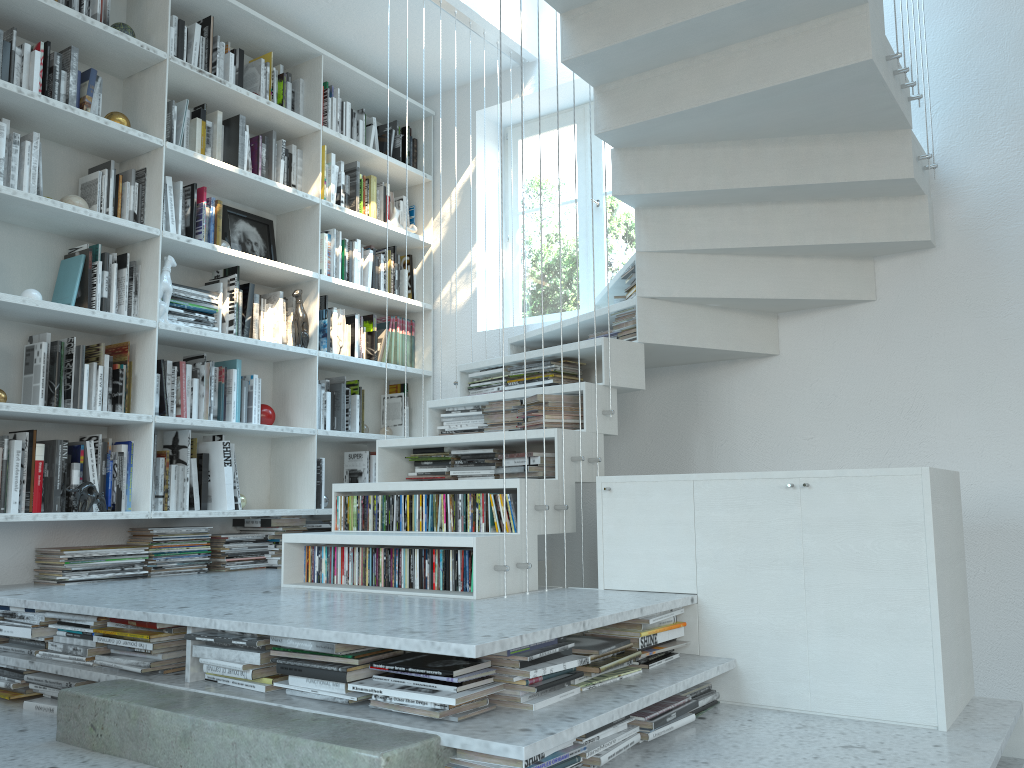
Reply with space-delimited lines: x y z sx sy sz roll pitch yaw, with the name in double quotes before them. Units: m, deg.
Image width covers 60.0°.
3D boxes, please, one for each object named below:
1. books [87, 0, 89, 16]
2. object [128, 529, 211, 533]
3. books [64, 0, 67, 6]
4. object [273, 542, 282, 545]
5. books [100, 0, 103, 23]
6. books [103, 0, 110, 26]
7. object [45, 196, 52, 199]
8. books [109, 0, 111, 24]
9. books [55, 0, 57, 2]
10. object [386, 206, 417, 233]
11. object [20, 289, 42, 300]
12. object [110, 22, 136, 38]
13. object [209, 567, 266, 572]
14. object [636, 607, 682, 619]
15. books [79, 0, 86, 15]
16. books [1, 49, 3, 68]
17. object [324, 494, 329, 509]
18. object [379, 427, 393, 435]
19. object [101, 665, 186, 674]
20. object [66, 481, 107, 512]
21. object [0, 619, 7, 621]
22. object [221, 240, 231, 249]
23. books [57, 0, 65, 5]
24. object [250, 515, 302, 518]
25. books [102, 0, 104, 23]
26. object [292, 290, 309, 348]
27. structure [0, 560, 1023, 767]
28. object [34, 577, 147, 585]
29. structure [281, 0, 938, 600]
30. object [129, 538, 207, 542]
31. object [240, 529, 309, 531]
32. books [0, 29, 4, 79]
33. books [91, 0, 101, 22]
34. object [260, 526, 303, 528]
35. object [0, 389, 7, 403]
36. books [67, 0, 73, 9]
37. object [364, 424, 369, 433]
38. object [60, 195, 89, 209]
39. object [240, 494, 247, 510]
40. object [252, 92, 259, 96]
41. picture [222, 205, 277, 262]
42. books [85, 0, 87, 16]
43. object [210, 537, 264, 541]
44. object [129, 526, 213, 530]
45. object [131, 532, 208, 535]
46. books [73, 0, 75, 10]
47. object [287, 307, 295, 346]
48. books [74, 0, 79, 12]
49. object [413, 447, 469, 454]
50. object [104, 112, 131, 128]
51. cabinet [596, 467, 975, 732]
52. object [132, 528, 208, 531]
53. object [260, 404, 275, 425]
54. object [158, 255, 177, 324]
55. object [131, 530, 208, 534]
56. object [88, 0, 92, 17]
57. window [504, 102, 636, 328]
"books" -1.726 -1.502 3.528 0.133 0.321 0.008 -5 -8 34
"object" -1.418 0.607 3.673 0.159 0.005 0.285 -6 -9 34
"books" -1.767 -1.520 3.421 0.183 0.329 0.007 -5 -8 34
"object" -1.085 0.725 4.071 0.199 0.015 0.134 -6 -9 34
"books" -1.682 -1.481 3.528 0.180 0.278 0.008 -5 -8 34
"books" -1.669 -1.443 3.550 0.188 0.208 0.014 -6 -9 34
"object" -1.737 -0.665 3.309 0.068 0.068 0.068 -2 -7 12
"books" -1.664 -1.490 3.565 0.163 0.306 0.006 -5 -8 34
"books" -1.787 -1.515 3.395 0.179 0.312 0.006 -5 -8 34
"object" -0.611 -0.878 4.816 0.204 0.136 0.095 6 -9 -39
"object" -1.742 -0.309 3.213 0.071 0.072 0.072 0 -7 -7
"object" -1.563 -1.391 3.551 0.104 0.105 0.104 0 -7 -7
"object" -1.208 0.818 3.956 0.207 0.008 0.328 -6 -9 34
"object" 0.353 0.646 2.576 0.177 0.030 0.284 -6 -9 34
"books" -1.724 -1.502 3.478 0.183 0.306 0.008 -5 -8 34
"books" -1.890 -1.120 3.212 0.132 0.214 0.014 -5 -8 34
"object" -0.910 0.559 4.226 0.071 0.072 0.072 0 -7 -7
"object" -0.684 0.268 4.815 0.071 0.072 0.072 0 -7 -7
"object" -1.024 0.800 2.530 0.266 0.010 0.145 -5 -9 30
"object" -1.536 0.409 3.209 0.064 0.113 0.161 -3 -8 22
"object" -1.749 0.797 3.039 0.221 0.011 0.135 -7 -10 38
"object" -1.297 -0.596 3.942 0.091 0.092 0.092 0 -7 -7
"books" -1.766 -1.460 3.389 0.188 0.200 0.018 -6 -9 34
"object" -1.086 0.611 4.085 0.210 0.015 0.130 -6 -9 33
"books" -1.685 -1.447 3.542 0.157 0.214 0.018 -5 -9 34
"object" -0.991 -0.296 4.151 0.087 0.287 0.075 2 -7 -21
"structure" -0.221 0.993 2.832 3.114 0.658 2.902 -6 -9 34
"object" -1.596 0.744 3.368 0.193 0.007 0.346 -5 -9 29
"structure" 0.155 -0.704 2.936 1.955 3.377 2.616 -5 -9 34
"object" -1.419 0.644 3.666 0.161 0.005 0.254 -6 -9 34
"object" -1.092 0.671 4.069 0.295 0.004 0.145 -5 -9 32
"books" -1.887 -1.136 3.186 0.160 0.241 0.027 -5 -8 34
"books" -1.693 -1.491 3.524 0.188 0.296 0.013 -5 -8 34
"object" -1.093 0.654 4.069 0.259 0.005 0.141 -7 -10 38
"object" -1.816 0.050 3.117 0.071 0.072 0.072 0 -7 -7
"books" -1.747 -1.506 3.419 0.183 0.299 0.015 -5 -8 34
"object" -0.780 0.241 4.606 0.071 0.072 0.072 0 -7 -7
"object" -1.692 -0.672 3.419 0.111 0.113 0.112 -2 -7 12
"object" -1.220 0.525 3.951 0.071 0.072 0.072 0 -7 -7
"object" -1.192 -1.307 4.085 0.071 0.072 0.072 0 -7 -7
"picture" -1.240 -0.668 4.191 0.077 0.299 0.300 -5 -9 34
"books" -1.719 -1.494 3.506 0.137 0.299 0.019 -5 -8 34
"object" -1.210 0.689 3.971 0.207 0.008 0.328 -6 -9 34
"object" -1.408 0.595 3.668 0.159 0.005 0.285 -7 -10 39
"object" -1.418 0.618 3.671 0.161 0.005 0.254 -6 -9 34
"books" -1.750 -1.488 3.456 0.163 0.274 0.008 -5 -8 34
"object" -1.104 -0.249 4.226 0.179 0.211 0.022 -6 -9 34
"books" -1.740 -1.476 3.467 0.150 0.252 0.024 -5 -8 34
"object" -0.286 0.271 3.588 0.174 0.025 0.161 -7 -10 38
"object" -1.564 -1.025 3.510 0.100 0.101 0.101 -2 -7 12
"cabinet" 0.824 0.615 2.759 0.993 0.667 0.552 -6 -9 34
"object" -1.416 0.602 3.672 0.161 0.005 0.254 -6 -9 35
"object" -1.146 0.150 4.071 0.115 0.116 0.115 -2 -7 12
"object" -1.389 -0.374 3.541 0.087 0.287 0.075 2 -7 -21
"object" -1.418 0.612 3.672 0.161 0.005 0.254 -6 -9 34
"object" -1.709 -1.491 3.524 0.129 0.297 0.006 -5 -8 34
"window" 0.418 -0.903 4.676 1.118 1.224 0.042 -6 -9 34
